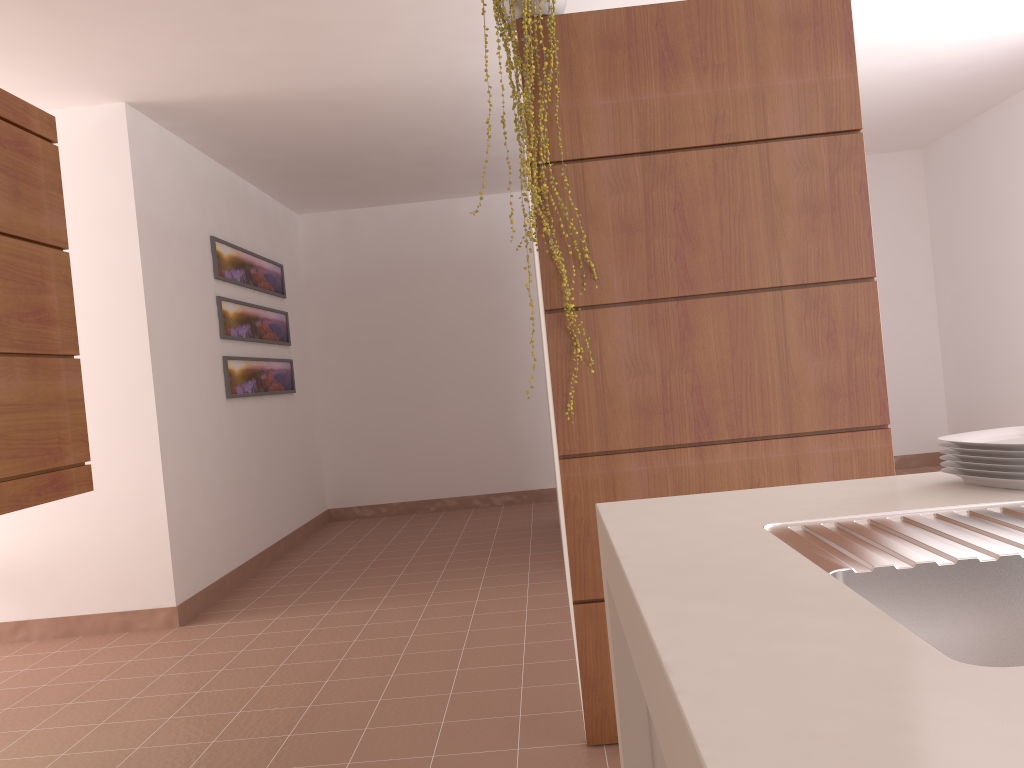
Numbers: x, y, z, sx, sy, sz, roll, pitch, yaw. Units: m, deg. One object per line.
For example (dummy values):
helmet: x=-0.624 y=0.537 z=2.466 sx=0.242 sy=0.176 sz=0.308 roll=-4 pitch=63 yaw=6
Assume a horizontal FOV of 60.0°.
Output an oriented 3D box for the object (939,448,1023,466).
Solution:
object: x=0.796 y=0.107 z=1.354 sx=0.228 sy=0.020 sz=0.228 roll=-6 pitch=1 yaw=-16

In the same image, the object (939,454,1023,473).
object: x=0.797 y=0.117 z=1.354 sx=0.228 sy=0.020 sz=0.228 roll=-6 pitch=1 yaw=-16

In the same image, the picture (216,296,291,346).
picture: x=-1.673 y=-0.396 z=5.845 sx=0.015 sy=0.248 sz=1.408 roll=-6 pitch=1 yaw=2

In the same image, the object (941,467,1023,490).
object: x=0.799 y=0.137 z=1.354 sx=0.228 sy=0.020 sz=0.228 roll=-6 pitch=1 yaw=-16

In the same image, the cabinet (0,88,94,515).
cabinet: x=-1.850 y=-0.188 z=0.490 sx=0.754 sy=1.200 sz=4.718 roll=-6 pitch=1 yaw=2

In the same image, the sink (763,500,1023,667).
sink: x=0.530 y=0.173 z=0.888 sx=0.404 sy=0.368 sz=0.668 roll=-6 pitch=1 yaw=2

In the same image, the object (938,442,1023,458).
object: x=0.795 y=0.096 z=1.354 sx=0.228 sy=0.020 sz=0.228 roll=-6 pitch=1 yaw=-16

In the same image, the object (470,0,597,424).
object: x=0.076 y=-0.560 z=2.448 sx=0.297 sy=1.344 sz=0.279 roll=-6 pitch=1 yaw=-39

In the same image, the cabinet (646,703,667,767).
cabinet: x=0.565 y=0.632 z=0.416 sx=0.737 sy=0.700 sz=2.048 roll=-6 pitch=1 yaw=2

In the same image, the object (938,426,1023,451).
object: x=0.794 y=0.086 z=1.354 sx=0.228 sy=0.020 sz=0.228 roll=-6 pitch=1 yaw=-16

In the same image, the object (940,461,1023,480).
object: x=0.798 y=0.127 z=1.354 sx=0.228 sy=0.020 sz=0.228 roll=-6 pitch=1 yaw=-16

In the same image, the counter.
counter: x=0.558 y=0.582 z=0.472 sx=0.821 sy=0.800 sz=2.156 roll=-6 pitch=1 yaw=2

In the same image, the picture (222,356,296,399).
picture: x=-1.638 y=-0.048 z=5.848 sx=0.015 sy=0.248 sz=1.408 roll=-6 pitch=1 yaw=2

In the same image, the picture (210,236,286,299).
picture: x=-1.707 y=-0.745 z=5.841 sx=0.015 sy=0.248 sz=1.408 roll=-6 pitch=1 yaw=2
